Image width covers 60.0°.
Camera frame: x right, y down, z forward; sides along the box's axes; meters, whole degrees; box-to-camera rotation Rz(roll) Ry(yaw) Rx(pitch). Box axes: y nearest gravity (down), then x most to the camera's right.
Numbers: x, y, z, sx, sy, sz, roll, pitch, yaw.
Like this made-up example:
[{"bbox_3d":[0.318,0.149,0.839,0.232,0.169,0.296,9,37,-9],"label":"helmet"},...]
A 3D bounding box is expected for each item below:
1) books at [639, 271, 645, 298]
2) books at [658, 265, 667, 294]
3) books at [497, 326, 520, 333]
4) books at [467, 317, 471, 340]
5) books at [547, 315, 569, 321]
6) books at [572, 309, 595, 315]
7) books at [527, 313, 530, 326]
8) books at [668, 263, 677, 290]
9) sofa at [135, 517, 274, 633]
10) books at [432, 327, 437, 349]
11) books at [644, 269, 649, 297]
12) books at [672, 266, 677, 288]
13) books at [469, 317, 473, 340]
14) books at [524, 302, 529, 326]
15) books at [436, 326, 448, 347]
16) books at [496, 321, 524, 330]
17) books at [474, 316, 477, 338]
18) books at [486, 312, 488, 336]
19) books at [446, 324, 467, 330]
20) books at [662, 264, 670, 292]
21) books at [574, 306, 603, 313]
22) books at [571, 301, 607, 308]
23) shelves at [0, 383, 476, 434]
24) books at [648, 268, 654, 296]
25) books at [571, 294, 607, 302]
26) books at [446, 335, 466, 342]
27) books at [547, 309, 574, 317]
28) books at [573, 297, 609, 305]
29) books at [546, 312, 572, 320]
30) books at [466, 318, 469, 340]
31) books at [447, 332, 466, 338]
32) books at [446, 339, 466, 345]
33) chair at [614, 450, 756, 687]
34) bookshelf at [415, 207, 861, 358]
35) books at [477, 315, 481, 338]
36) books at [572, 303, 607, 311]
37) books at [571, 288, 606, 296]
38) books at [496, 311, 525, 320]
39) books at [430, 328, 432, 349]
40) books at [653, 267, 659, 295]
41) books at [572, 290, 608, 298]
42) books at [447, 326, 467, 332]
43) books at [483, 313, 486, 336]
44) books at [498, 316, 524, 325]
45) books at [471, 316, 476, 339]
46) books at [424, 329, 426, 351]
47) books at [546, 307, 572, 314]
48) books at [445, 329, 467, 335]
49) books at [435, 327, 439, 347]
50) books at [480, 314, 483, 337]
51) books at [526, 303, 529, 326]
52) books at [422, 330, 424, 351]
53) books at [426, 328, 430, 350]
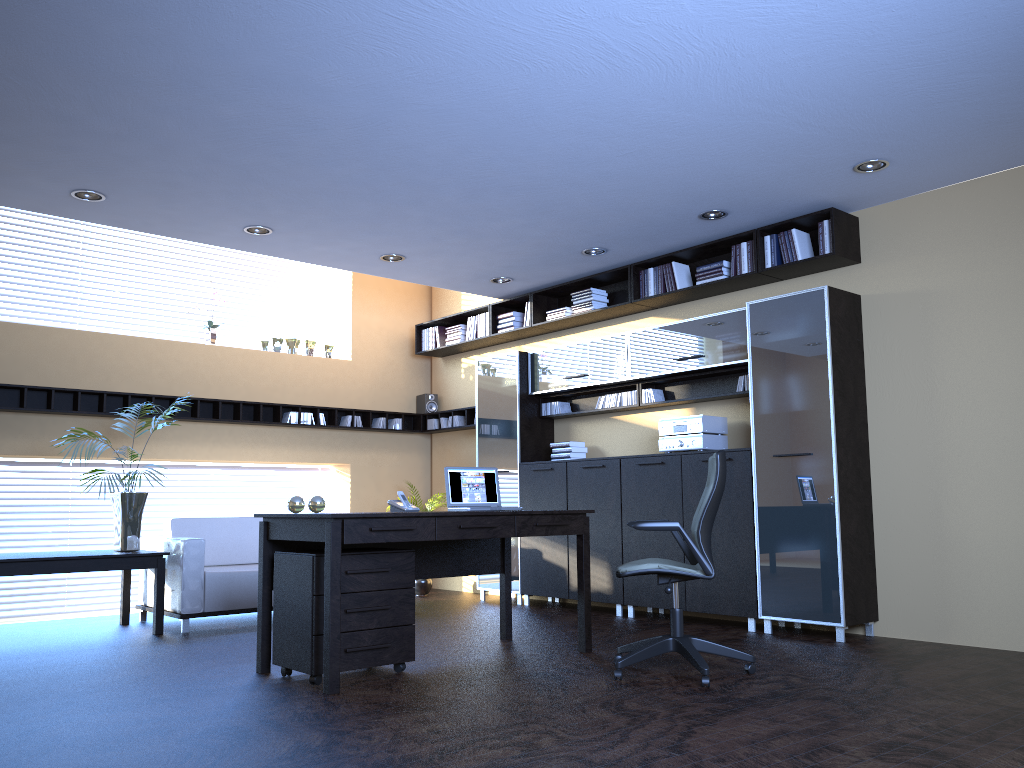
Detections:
[{"bbox_3d":[1.184,-0.834,7.656,0.208,0.257,0.050,5,-9,-40],"label":"books"},{"bbox_3d":[1.319,-0.857,7.499,0.208,0.257,0.050,5,-9,-40],"label":"books"},{"bbox_3d":[0.014,-0.532,8.987,0.208,0.050,0.259,6,-10,-41],"label":"books"},{"bbox_3d":[-0.382,-0.570,9.447,0.208,0.259,0.075,5,-9,-41],"label":"books"},{"bbox_3d":[0.493,-0.607,8.418,0.208,0.028,0.259,6,-10,-40],"label":"books"},{"bbox_3d":[0.713,-0.643,8.174,0.208,0.028,0.259,6,-10,-41],"label":"books"},{"bbox_3d":[0.243,-0.677,8.724,0.208,0.259,0.075,6,-9,-41],"label":"books"},{"bbox_3d":[1.398,-0.870,7.397,0.208,0.257,0.072,5,-9,-40],"label":"books"},{"bbox_3d":[-2.025,1.578,7.692,2.059,0.846,1.016,6,-10,-40],"label":"sofa"},{"bbox_3d":[-0.800,-0.498,9.938,0.208,0.257,0.050,5,-9,-41],"label":"books"},{"bbox_3d":[1.218,-0.840,7.617,0.208,0.257,0.050,5,-9,-40],"label":"books"},{"bbox_3d":[1.424,-0.873,7.392,0.208,0.257,0.072,5,-9,-40],"label":"books"},{"bbox_3d":[-0.362,-0.574,9.423,0.208,0.259,0.075,5,-9,-40],"label":"books"},{"bbox_3d":[0.209,-0.669,8.778,0.208,0.259,0.075,5,-9,-41],"label":"books"},{"bbox_3d":[-0.740,-0.509,9.866,0.208,0.259,0.075,5,-9,-41],"label":"books"},{"bbox_3d":[0.002,-0.583,8.998,0.208,0.050,0.259,6,-10,-41],"label":"books"},{"bbox_3d":[-0.309,-0.580,9.385,0.208,0.259,0.075,5,-9,-41],"label":"books"},{"bbox_3d":[-0.178,-0.605,9.208,0.208,0.257,0.050,5,-9,-41],"label":"books"},{"bbox_3d":[-0.565,-0.608,9.684,0.208,0.028,0.259,6,-10,-40],"label":"books"},{"bbox_3d":[1.360,-0.864,7.449,0.208,0.259,0.075,5,-9,-40],"label":"books"},{"bbox_3d":[0.734,-0.673,8.167,0.208,0.028,0.259,6,-10,-40],"label":"books"},{"bbox_3d":[0.716,-0.724,8.212,0.208,0.028,0.259,6,-10,-41],"label":"books"},{"bbox_3d":[-3.097,0.147,7.755,6.630,0.212,1.251,6,-10,-40],"label":"shelves"},{"bbox_3d":[1.248,-0.846,7.574,0.208,0.257,0.050,5,-9,-40],"label":"books"},{"bbox_3d":[0.713,-0.785,8.192,0.208,0.028,0.259,6,-10,-41],"label":"books"},{"bbox_3d":[-0.564,-0.485,9.662,0.208,0.050,0.259,6,-10,-41],"label":"books"},{"bbox_3d":[0.500,-0.663,8.429,0.208,0.028,0.259,6,-10,-41],"label":"books"},{"bbox_3d":[0.728,-0.757,8.188,0.208,0.028,0.259,6,-10,-40],"label":"books"},{"bbox_3d":[0.487,-0.634,8.430,0.208,0.028,0.259,6,-10,-40],"label":"books"},{"bbox_3d":[-0.398,-0.566,9.476,0.208,0.259,0.075,5,-9,-41],"label":"books"},{"bbox_3d":[-0.547,-0.526,9.664,0.208,0.028,0.259,6,-10,-40],"label":"books"},{"bbox_3d":[-0.560,-0.436,9.646,0.208,0.050,0.259,6,-10,-40],"label":"books"},{"bbox_3d":[0.941,0.983,4.936,0.768,1.212,0.835,-1,-7,6],"label":"chair"},{"bbox_3d":[0.710,-0.770,8.221,0.362,0.339,5.135,5,-10,-40],"label":"bookshelf"},{"bbox_3d":[-0.273,-0.588,9.331,0.208,0.257,0.050,5,-9,-40],"label":"books"},{"bbox_3d":[0.720,-0.699,8.184,0.208,0.028,0.259,6,-10,-41],"label":"books"},{"bbox_3d":[0.707,-0.840,8.205,0.208,0.028,0.259,6,-10,-40],"label":"books"},{"bbox_3d":[0.000,-0.682,9.020,0.208,0.050,0.259,6,-10,-41],"label":"books"},{"bbox_3d":[-0.834,-0.493,9.977,0.208,0.257,0.050,5,-9,-40],"label":"books"},{"bbox_3d":[1.287,-0.851,7.540,0.208,0.257,0.050,5,-9,-40],"label":"books"},{"bbox_3d":[0.718,-0.815,8.184,0.208,0.028,0.259,6,-10,-41],"label":"books"},{"bbox_3d":[-0.550,-0.582,9.666,0.208,0.028,0.259,6,-10,-41],"label":"books"},{"bbox_3d":[-0.212,-0.600,9.247,0.208,0.257,0.050,5,-9,-40],"label":"books"},{"bbox_3d":[0.017,-0.633,9.000,0.208,0.050,0.259,6,-10,-40],"label":"books"},{"bbox_3d":[-0.341,-0.577,9.400,0.208,0.259,0.075,5,-9,-41],"label":"books"},{"bbox_3d":[-0.900,-0.481,10.057,0.208,0.257,0.050,5,-9,-41],"label":"books"},{"bbox_3d":[0.490,-0.688,8.452,0.208,0.028,0.259,6,-10,-41],"label":"books"},{"bbox_3d":[-0.569,-0.554,9.662,0.208,0.028,0.259,6,-10,-40],"label":"books"},{"bbox_3d":[-0.757,-0.505,9.893,0.208,0.259,0.075,5,-9,-41],"label":"books"},{"bbox_3d":[-0.240,-0.593,9.292,0.208,0.257,0.050,5,-9,-41],"label":"books"},{"bbox_3d":[0.232,-0.672,8.757,0.208,0.259,0.075,5,-9,-41],"label":"books"},{"bbox_3d":[-0.937,-0.475,10.094,0.208,0.257,0.050,5,-9,-41],"label":"books"},{"bbox_3d":[-0.874,-0.487,10.011,0.208,0.257,0.050,6,-9,-41],"label":"books"}]
